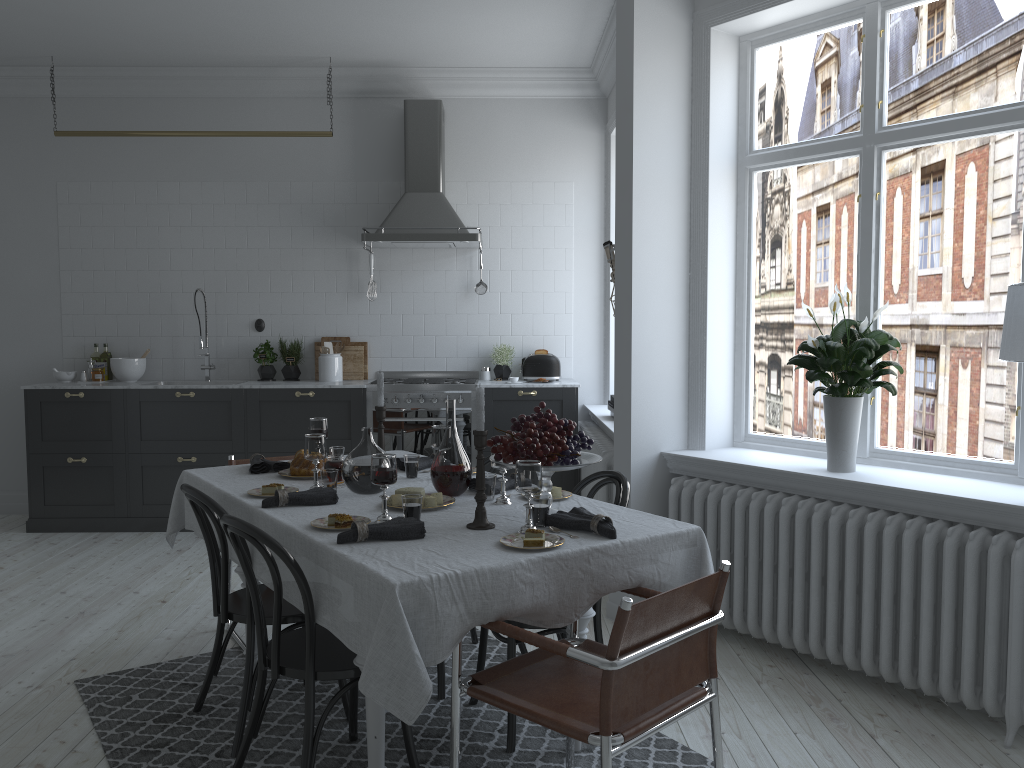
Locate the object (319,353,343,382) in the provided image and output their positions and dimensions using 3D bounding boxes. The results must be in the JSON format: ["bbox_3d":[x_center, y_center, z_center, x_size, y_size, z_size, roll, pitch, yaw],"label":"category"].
[{"bbox_3d":[-1.356,-0.123,6.629,0.174,0.208,0.174,-1,4,-6],"label":"object"}]

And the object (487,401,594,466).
[{"bbox_3d":[0.109,0.169,2.872,0.347,0.215,0.318,-3,5,-39],"label":"object"}]

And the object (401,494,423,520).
[{"bbox_3d":[-0.308,0.392,2.738,0.066,0.094,0.066,-1,4,-12],"label":"object"}]

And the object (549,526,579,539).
[{"bbox_3d":[0.155,0.440,2.628,0.031,0.012,0.131,-3,5,-38],"label":"object"}]

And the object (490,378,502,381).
[{"bbox_3d":[-0.124,-0.032,6.636,0.091,0.018,0.062,0,4,-4],"label":"object"}]

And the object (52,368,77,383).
[{"bbox_3d":[-3.317,-0.068,6.592,0.159,0.110,0.172,-1,4,-6],"label":"object"}]

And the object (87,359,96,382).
[{"bbox_3d":[-3.133,-0.103,6.608,0.059,0.172,0.059,2,5,30],"label":"object"}]

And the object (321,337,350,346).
[{"bbox_3d":[-1.344,-0.194,6.763,0.220,0.330,0.041,0,4,-1],"label":"object"}]

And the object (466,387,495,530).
[{"bbox_3d":[-0.096,0.224,2.710,0.089,0.432,0.089,1,4,21],"label":"object"}]

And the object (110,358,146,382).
[{"bbox_3d":[-2.870,-0.105,6.636,0.247,0.175,0.247,1,4,12],"label":"object"}]

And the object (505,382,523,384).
[{"bbox_3d":[0.015,-0.009,6.370,0.126,0.008,0.126,2,4,26],"label":"object"}]

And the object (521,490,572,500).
[{"bbox_3d":[0.125,0.401,3.185,0.182,0.013,0.182,0,4,-1],"label":"object"}]

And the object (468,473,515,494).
[{"bbox_3d":[-0.056,0.368,3.350,0.165,0.061,0.247,3,5,38],"label":"object"}]

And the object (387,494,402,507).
[{"bbox_3d":[-0.399,0.389,3.008,0.039,0.040,0.078,-2,4,-26],"label":"object"}]

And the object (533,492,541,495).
[{"bbox_3d":[0.105,0.388,3.178,0.039,0.040,0.078,-2,4,-26],"label":"object"}]

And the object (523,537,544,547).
[{"bbox_3d":[0.060,0.445,2.497,0.057,0.021,0.037,0,4,-1],"label":"object"}]

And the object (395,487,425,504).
[{"bbox_3d":[-0.350,0.389,3.075,0.100,0.056,0.056,1,4,16],"label":"object"}]

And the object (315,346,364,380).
[{"bbox_3d":[-1.311,-0.158,6.742,0.360,0.261,0.053,0,4,-1],"label":"object"}]

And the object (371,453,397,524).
[{"bbox_3d":[-0.401,0.330,2.784,0.083,0.215,0.083,0,4,4],"label":"object"}]

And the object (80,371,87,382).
[{"bbox_3d":[-3.171,-0.056,6.567,0.046,0.084,0.046,-1,4,-14],"label":"object"}]

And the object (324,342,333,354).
[{"bbox_3d":[-1.358,-0.170,6.636,0.064,0.290,0.141,-2,4,-27],"label":"object"}]

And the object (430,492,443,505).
[{"bbox_3d":[-0.268,0.393,3.085,0.039,0.040,0.077,-2,4,-22],"label":"object"}]

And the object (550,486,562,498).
[{"bbox_3d":[0.141,0.388,3.201,0.040,0.039,0.077,-3,5,-31],"label":"object"}]

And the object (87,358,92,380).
[{"bbox_3d":[-3.163,-0.107,6.667,0.059,0.172,0.059,2,5,30],"label":"object"}]

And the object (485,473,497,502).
[{"bbox_3d":[-0.086,0.364,3.127,0.066,0.094,0.066,1,4,10],"label":"object"}]

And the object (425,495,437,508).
[{"bbox_3d":[-0.292,0.400,3.029,0.040,0.039,0.077,-3,5,-31],"label":"object"}]

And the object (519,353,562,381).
[{"bbox_3d":[0.212,-0.133,6.712,0.326,0.207,0.219,0,4,4],"label":"object"}]

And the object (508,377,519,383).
[{"bbox_3d":[0.013,-0.028,6.369,0.072,0.040,0.070,-1,4,-9],"label":"object"}]

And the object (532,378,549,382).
[{"bbox_3d":[0.209,-0.028,6.448,0.119,0.031,0.074,2,5,32],"label":"object"}]

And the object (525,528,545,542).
[{"bbox_3d":[0.065,0.433,2.539,0.057,0.037,0.021,1,4,20],"label":"object"}]

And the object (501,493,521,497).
[{"bbox_3d":[0.005,0.400,3.213,0.031,0.012,0.131,3,5,41],"label":"object"}]

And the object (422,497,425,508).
[{"bbox_3d":[-0.338,0.401,2.994,0.077,0.040,0.040,1,4,18],"label":"object"}]

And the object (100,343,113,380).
[{"bbox_3d":[-3.069,-0.166,6.725,0.089,0.282,0.082,0,4,-1],"label":"object"}]

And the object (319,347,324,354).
[{"bbox_3d":[-1.388,-0.149,6.621,0.117,0.251,0.061,2,5,29],"label":"object"}]

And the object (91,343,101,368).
[{"bbox_3d":[-3.151,-0.166,6.729,0.066,0.282,0.066,-1,4,-6],"label":"object"}]

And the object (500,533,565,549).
[{"bbox_3d":[0.058,0.448,2.509,0.182,0.013,0.182,1,4,9],"label":"object"}]

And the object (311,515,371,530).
[{"bbox_3d":[-0.530,0.433,2.747,0.182,0.013,0.182,1,4,14],"label":"object"}]

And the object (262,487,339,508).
[{"bbox_3d":[-0.715,0.389,3.055,0.165,0.061,0.247,3,5,38],"label":"object"}]

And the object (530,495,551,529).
[{"bbox_3d":[0.087,0.392,2.720,0.066,0.094,0.066,-1,4,-12],"label":"object"}]

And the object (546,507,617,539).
[{"bbox_3d":[0.248,0.412,2.694,0.247,0.061,0.165,3,5,38],"label":"object"}]

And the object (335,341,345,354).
[{"bbox_3d":[-1.322,-0.173,6.664,0.131,0.296,0.056,-2,4,-21],"label":"object"}]

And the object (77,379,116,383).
[{"bbox_3d":[-3.113,-0.022,6.649,0.180,0.008,0.272,0,4,-1],"label":"object"}]

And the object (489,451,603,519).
[{"bbox_3d":[0.111,0.333,2.895,0.367,0.188,0.367,3,5,40],"label":"object"}]

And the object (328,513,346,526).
[{"bbox_3d":[-0.543,0.420,2.750,0.057,0.037,0.021,-2,4,-20],"label":"object"}]

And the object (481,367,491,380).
[{"bbox_3d":[-0.198,-0.076,6.721,0.072,0.095,0.072,4,6,44],"label":"object"}]

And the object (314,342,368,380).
[{"bbox_3d":[-1.308,-0.176,6.797,0.400,0.290,0.030,0,4,-1],"label":"object"}]

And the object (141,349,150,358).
[{"bbox_3d":[-2.810,-0.146,6.663,0.042,0.232,0.209,3,5,40],"label":"object"}]

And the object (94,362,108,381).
[{"bbox_3d":[-3.095,-0.092,6.679,0.077,0.141,0.044,0,4,-1],"label":"object"}]

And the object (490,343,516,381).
[{"bbox_3d":[-0.071,-0.170,6.702,0.210,0.283,0.220,1,4,12],"label":"object"}]

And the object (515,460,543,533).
[{"bbox_3d":[0.050,0.339,2.644,0.083,0.215,0.083,0,4,4],"label":"object"}]

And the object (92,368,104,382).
[{"bbox_3d":[-3.071,-0.065,6.578,0.078,0.101,0.078,2,4,27],"label":"object"}]

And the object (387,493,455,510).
[{"bbox_3d":[-0.321,0.410,3.053,0.251,0.018,0.251,0,4,-1],"label":"object"}]

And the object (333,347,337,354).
[{"bbox_3d":[-1.331,-0.151,6.669,0.050,0.247,0.114,-3,5,-36],"label":"object"}]

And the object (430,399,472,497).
[{"bbox_3d":[-0.221,0.231,3.223,0.152,0.352,0.152,-3,5,-40],"label":"object"}]

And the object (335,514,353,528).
[{"bbox_3d":[-0.515,0.421,2.720,0.036,0.039,0.051,3,5,39],"label":"object"}]

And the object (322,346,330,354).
[{"bbox_3d":[-1.394,-0.152,6.598,0.054,0.262,0.149,-2,4,-26],"label":"object"}]
